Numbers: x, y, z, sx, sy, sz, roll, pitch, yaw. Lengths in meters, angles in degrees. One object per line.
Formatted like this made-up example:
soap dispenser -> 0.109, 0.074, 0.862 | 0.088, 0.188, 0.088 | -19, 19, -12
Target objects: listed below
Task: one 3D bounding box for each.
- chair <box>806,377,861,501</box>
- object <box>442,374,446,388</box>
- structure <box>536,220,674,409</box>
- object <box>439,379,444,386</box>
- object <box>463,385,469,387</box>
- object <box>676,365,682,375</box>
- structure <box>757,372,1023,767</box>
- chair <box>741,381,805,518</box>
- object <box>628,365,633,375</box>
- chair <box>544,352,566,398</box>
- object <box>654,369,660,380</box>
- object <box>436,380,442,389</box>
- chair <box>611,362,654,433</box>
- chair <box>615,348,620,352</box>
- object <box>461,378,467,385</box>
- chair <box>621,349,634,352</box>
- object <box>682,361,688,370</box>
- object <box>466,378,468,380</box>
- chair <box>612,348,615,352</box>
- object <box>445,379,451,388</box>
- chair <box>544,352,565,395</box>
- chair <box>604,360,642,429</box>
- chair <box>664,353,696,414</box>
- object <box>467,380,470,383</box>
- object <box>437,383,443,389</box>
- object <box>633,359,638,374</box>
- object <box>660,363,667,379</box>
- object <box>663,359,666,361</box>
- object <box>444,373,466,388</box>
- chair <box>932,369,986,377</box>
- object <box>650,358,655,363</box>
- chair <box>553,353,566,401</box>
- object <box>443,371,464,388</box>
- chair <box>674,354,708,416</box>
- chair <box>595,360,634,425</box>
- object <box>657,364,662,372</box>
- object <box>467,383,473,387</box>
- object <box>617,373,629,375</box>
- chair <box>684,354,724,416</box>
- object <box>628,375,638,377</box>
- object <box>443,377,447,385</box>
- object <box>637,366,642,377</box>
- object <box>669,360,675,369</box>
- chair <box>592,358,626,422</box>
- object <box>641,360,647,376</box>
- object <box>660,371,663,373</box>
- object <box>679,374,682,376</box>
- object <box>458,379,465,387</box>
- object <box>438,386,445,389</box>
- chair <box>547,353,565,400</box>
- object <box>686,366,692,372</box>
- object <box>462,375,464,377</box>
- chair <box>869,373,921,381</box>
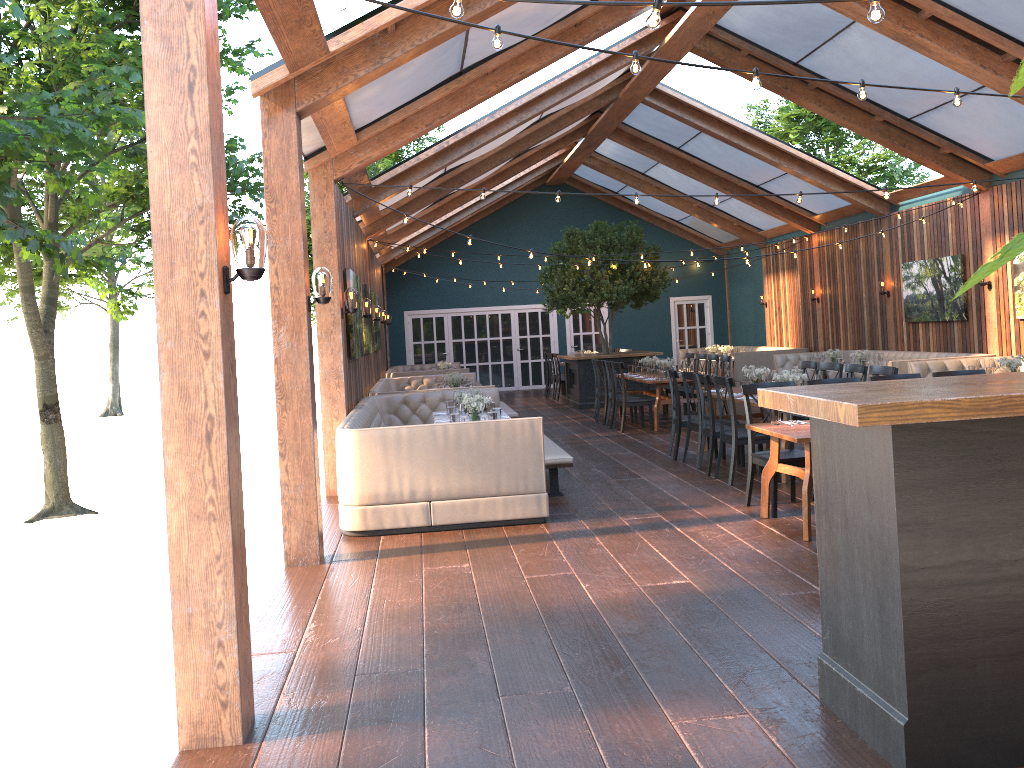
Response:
chair -> 2.749, 0.476, 7.264 | 0.477, 1.020, 0.539 | -3, 0, -6
object -> -1.082, -0.032, 14.351 | 0.092, 0.244, 0.092 | -3, 0, 42
structure -> 1.876, -1.453, 17.672 | 2.714, 3.697, 2.854 | -3, 1, 3
object -> -1.165, -0.005, 14.685 | 0.092, 0.158, 0.092 | -3, 1, -20
object -> -0.651, 0.090, 12.672 | 0.091, 0.158, 0.092 | -3, 1, 30
object -> 2.618, -0.221, 13.879 | 0.092, 0.158, 0.091 | -4, 1, -40
structure -> 4.491, 0.472, 3.663 | 6.803, 1.275, 0.857 | -3, 1, -6
chair -> 2.193, 0.510, 7.205 | 0.478, 1.020, 0.539 | -3, 0, -11
object -> 1.964, -0.231, 14.641 | 0.092, 0.158, 0.092 | -3, 1, 10
chair -> 0.991, -0.223, 20.284 | 0.539, 1.020, 0.477 | -3, 0, -1
object -> 2.131, -0.138, 12.956 | 0.091, 0.158, 0.092 | -3, 1, 30
object -> -1.171, 0.020, 14.284 | 0.092, 0.158, 0.092 | -3, 1, -20
chair -> 1.768, 0.173, 13.094 | 0.540, 1.020, 0.477 | -3, 0, -11
chair -> 2.281, -0.303, 20.421 | 0.539, 1.020, 0.477 | -3, 0, -1
object -> -0.701, 0.031, 12.987 | 0.092, 0.244, 0.092 | -3, 0, 42
chair -> 2.380, -0.239, 19.288 | 0.540, 1.020, 0.477 | -3, 0, -23
object -> 2.585, -0.222, 13.233 | 0.092, 0.244, 0.092 | -3, 0, 20
object -> -0.770, -0.022, 14.606 | 0.092, 0.158, 0.092 | -3, 1, -20
chair -> 2.222, -0.333, 20.978 | 0.540, 1.020, 0.477 | -3, 0, -11
object -> -0.925, 0.054, 12.808 | 0.092, 0.244, 0.092 | -3, 0, -3
chair -> 1.012, -0.259, 20.850 | 0.539, 1.020, 0.477 | -3, 0, 0
chair -> 1.709, 0.143, 13.650 | 0.539, 1.020, 0.477 | -3, 0, -3
chair -> 2.861, 0.003, 14.899 | 0.540, 1.020, 0.477 | -3, 0, -6
object -> -0.696, 0.023, 13.814 | 0.092, 0.158, 0.092 | -3, 1, -20
object -> -1.093, 0.063, 13.514 | 0.092, 0.158, 0.092 | -3, 1, -20
object -> 2.061, -0.285, 14.733 | 0.092, 0.244, 0.092 | -3, 0, 42
object -> 2.238, -0.193, 13.056 | 0.092, 0.244, 0.092 | -3, 0, -3
object -> 2.470, -0.282, 14.327 | 0.092, 0.244, 0.092 | -3, 0, -9
object -> -0.842, -0.008, 13.215 | 0.336, 0.309, 0.329 | -3, 2, 11
chair -> 3.862, 0.407, 7.382 | 0.477, 1.020, 0.539 | -3, 0, -6
object -> 2.372, -0.314, 14.920 | 0.092, 0.244, 0.092 | -3, 0, -25
chair -> 1.171, -0.166, 19.177 | 0.540, 1.020, 0.477 | -3, 0, -6
object -> -0.943, -0.061, 14.169 | 0.336, 0.309, 0.329 | -3, 2, 6
chair -> 2.920, 0.034, 14.342 | 0.540, 1.020, 0.477 | -3, 0, -11
chair -> 1.627, 0.113, 14.206 | 0.540, 1.020, 0.477 | -3, 0, -11
object -> 2.503, -0.283, 14.996 | 0.091, 0.158, 0.092 | -3, 1, 20
object -> -0.618, 0.064, 13.061 | 0.092, 0.158, 0.092 | -3, 1, -20
object -> 1.897, -0.169, 14.822 | 0.255, 0.019, 0.157 | -3, 3, -6
chair -> 2.978, 0.065, 13.785 | 0.540, 1.020, 0.477 | -3, 0, -6
object -> 1.979, -0.137, 14.223 | 0.255, 0.019, 0.157 | -3, 3, -6
object -> -1.010, 0.010, 13.599 | 0.092, 0.244, 0.092 | -3, 0, 42
object -> 2.027, -0.199, 14.055 | 0.092, 0.158, 0.092 | -3, 1, 0
object -> 2.494, -0.253, 13.797 | 0.092, 0.244, 0.092 | -3, 0, 36
chair -> 1.604, 0.080, 14.766 | 0.539, 1.020, 0.477 | -3, 0, -1
object -> 2.114, -0.252, 14.142 | 0.092, 0.244, 0.092 | -3, 0, -9
object -> 2.550, -0.205, 14.830 | 0.255, 0.019, 0.157 | -3, 3, -6
object -> 2.671, -0.144, 13.717 | 0.255, 0.019, 0.157 | -3, 3, -6
object -> -0.727, 0.046, 12.753 | 0.092, 0.244, 0.092 | -3, 0, 42
object -> -1.007, 0.107, 12.716 | 0.092, 0.158, 0.092 | -3, 1, -20
chair -> 1.064, -0.194, 19.729 | 0.540, 1.020, 0.477 | -3, 0, -11
object -> 2.657, -0.188, 13.302 | 0.091, 0.158, 0.092 | -3, 1, 30
object -> -0.785, -0.010, 13.735 | 0.092, 0.244, 0.092 | -3, 0, 42
chair -> 3.306, 0.442, 7.323 | 0.478, 1.020, 0.539 | -3, 0, -11
